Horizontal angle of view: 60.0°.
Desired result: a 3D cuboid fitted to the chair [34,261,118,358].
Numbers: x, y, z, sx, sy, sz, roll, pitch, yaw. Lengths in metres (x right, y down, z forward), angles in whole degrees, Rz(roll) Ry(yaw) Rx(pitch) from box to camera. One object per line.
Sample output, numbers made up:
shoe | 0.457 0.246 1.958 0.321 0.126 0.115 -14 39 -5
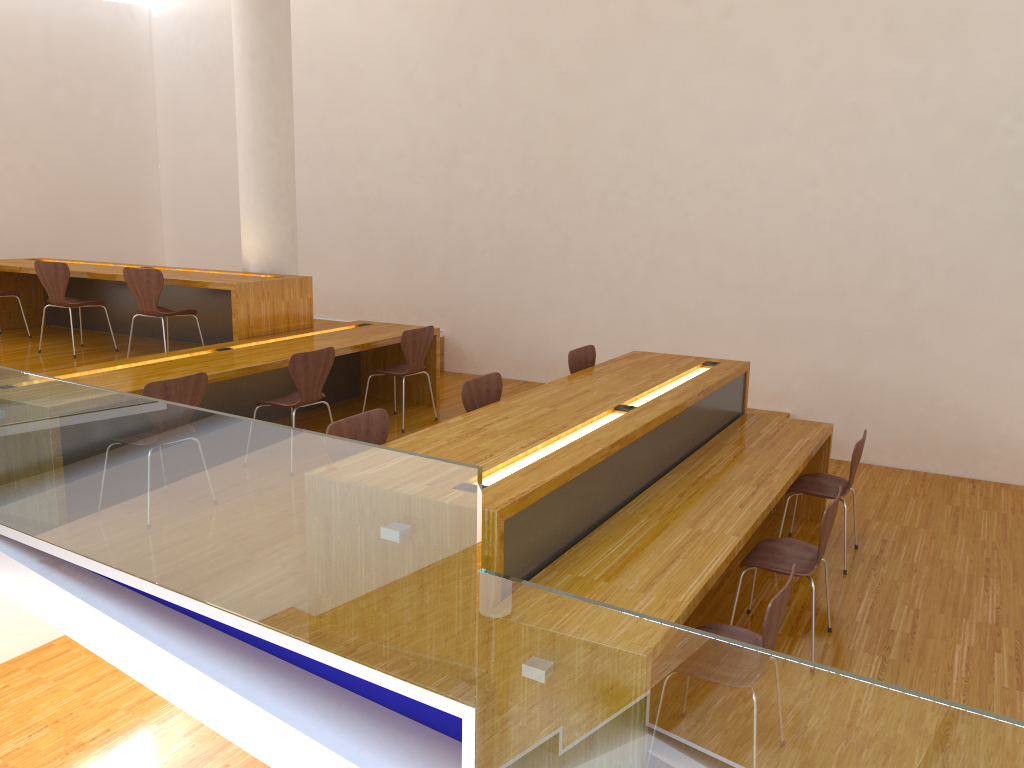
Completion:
chair | -3.285 -0.581 6.667 0.428 0.693 0.381 7 13 28

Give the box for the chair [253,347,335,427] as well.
chair | -1.291 0.126 5.213 0.381 0.693 0.428 7 13 28

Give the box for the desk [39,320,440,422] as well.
desk | -1.644 0.093 5.587 0.760 0.606 3.185 7 13 28

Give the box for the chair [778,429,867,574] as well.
chair | 1.667 0.589 4.773 0.381 0.693 0.428 7 13 28

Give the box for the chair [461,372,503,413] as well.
chair | -0.008 0.323 4.352 0.381 0.693 0.428 7 13 28

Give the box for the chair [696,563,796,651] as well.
chair | 0.703 0.940 2.951 0.381 0.693 0.428 7 13 28

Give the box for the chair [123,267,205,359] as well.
chair | -2.431 -0.474 6.216 0.428 0.693 0.381 7 13 28

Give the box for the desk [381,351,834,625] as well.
desk | 0.590 0.568 4.224 1.285 0.918 3.236 7 13 28

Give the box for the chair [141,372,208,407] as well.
chair | -1.754 0.287 4.375 0.381 0.693 0.428 7 13 28

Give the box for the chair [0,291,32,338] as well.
chair | -4.250 -0.710 7.220 0.428 0.693 0.381 7 13 28

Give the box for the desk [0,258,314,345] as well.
desk | -3.061 -0.611 7.031 3.185 0.606 0.760 7 13 28

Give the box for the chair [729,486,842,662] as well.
chair | 1.167 0.779 3.790 0.381 0.693 0.428 7 13 28

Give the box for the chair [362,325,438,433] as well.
chair | -0.790 -0.064 6.197 0.381 0.693 0.428 7 13 28

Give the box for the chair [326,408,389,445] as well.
chair | -0.471 0.484 3.513 0.381 0.693 0.428 7 13 28

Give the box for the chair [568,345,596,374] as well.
chair | 0.559 0.142 5.300 0.381 0.693 0.428 7 13 28
